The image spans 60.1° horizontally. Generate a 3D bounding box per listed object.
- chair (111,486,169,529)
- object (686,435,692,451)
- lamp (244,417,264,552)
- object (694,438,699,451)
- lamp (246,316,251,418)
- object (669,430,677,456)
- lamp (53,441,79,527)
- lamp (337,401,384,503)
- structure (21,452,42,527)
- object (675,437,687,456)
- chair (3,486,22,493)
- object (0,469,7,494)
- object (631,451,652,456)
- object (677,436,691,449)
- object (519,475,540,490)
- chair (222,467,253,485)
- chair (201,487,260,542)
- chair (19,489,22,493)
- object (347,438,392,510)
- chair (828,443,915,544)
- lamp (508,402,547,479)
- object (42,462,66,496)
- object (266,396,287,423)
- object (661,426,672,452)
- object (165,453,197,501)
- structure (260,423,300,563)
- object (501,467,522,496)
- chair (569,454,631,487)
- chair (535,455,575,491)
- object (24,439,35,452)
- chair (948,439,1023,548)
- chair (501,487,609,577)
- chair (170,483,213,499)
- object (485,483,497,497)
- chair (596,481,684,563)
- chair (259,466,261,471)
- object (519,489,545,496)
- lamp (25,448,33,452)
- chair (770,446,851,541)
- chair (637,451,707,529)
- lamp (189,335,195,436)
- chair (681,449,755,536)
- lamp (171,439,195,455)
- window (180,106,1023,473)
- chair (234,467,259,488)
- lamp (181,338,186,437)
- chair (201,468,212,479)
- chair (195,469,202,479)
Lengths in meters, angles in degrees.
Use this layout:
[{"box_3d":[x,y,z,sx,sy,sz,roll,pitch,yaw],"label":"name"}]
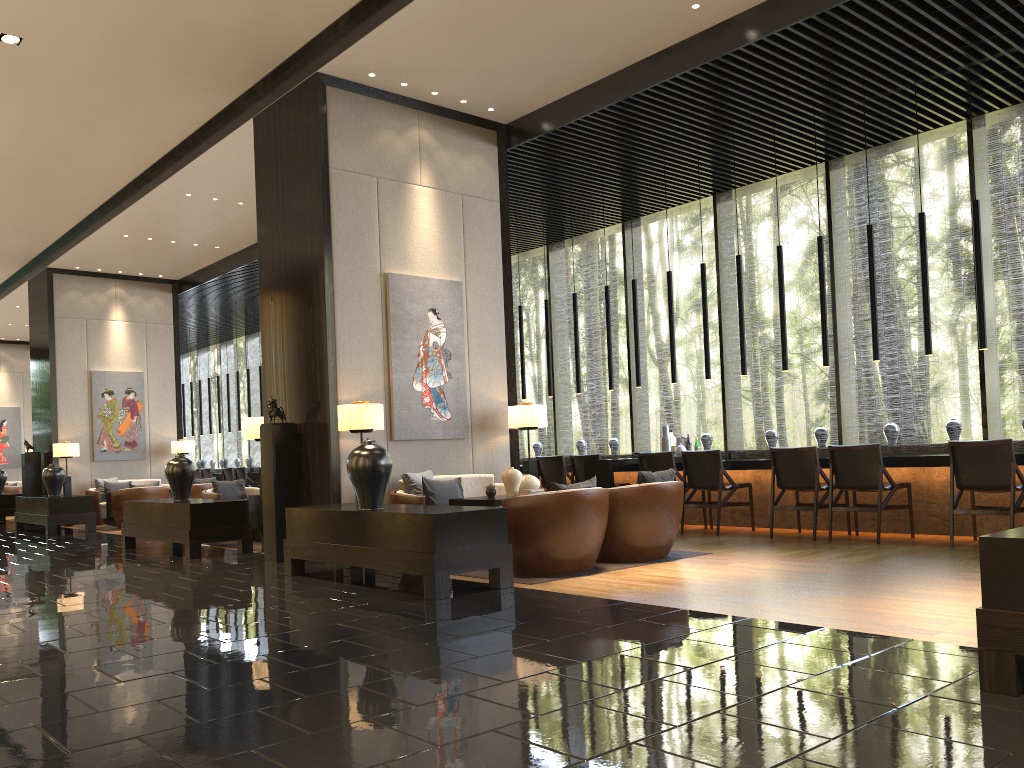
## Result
[{"box_3d":[-5.434,1.815,13.031,0.803,0.603,0.607,0,-4,-41],"label":"chair"},{"box_3d":[2.033,0.701,10.178,0.067,0.237,0.067,-4,-2,43],"label":"object"},{"box_3d":[-2.415,0.990,8.706,0.375,1.317,0.375,-2,-1,3],"label":"lamp"},{"box_3d":[2.131,0.720,10.210,0.056,0.197,0.056,-1,-2,-39],"label":"object"},{"box_3d":[-5.452,-0.257,18.304,0.060,2.417,0.060,-3,-1,14],"label":"lamp"},{"box_3d":[1.843,0.680,10.232,0.129,0.305,0.129,-4,-2,35],"label":"object"},{"box_3d":[-7.074,1.591,14.081,0.374,1.349,0.375,-2,-1,-22],"label":"lamp"},{"box_3d":[-1.232,0.819,7.341,0.375,1.346,0.375,-3,-1,10],"label":"lamp"},{"box_3d":[-7.905,1.731,14.581,0.240,1.216,0.240,-1,-2,-41],"label":"structure"},{"box_3d":[1.918,0.708,10.072,0.136,0.217,0.136,-4,-3,36],"label":"object"},{"box_3d":[-11.341,2.596,19.847,0.803,0.603,0.607,0,-4,-41],"label":"chair"},{"box_3d":[-9.259,1.735,15.932,0.311,0.492,0.312,-2,-2,-22],"label":"object"},{"box_3d":[1.434,0.784,9.788,0.227,0.067,0.228,1,-5,-38],"label":"object"},{"box_3d":[2.005,0.721,10.301,0.169,0.219,0.169,-5,-3,44],"label":"object"},{"box_3d":[0.113,0.839,7.365,0.245,0.167,0.246,0,-4,-38],"label":"object"},{"box_3d":[-5.373,2.041,17.331,0.563,0.826,0.527,0,-3,-41],"label":"chair"},{"box_3d":[-3.249,1.515,10.380,0.803,0.603,0.607,0,-4,-41],"label":"chair"},{"box_3d":[-9.104,2.290,17.135,0.803,0.603,0.607,0,-4,-41],"label":"chair"},{"box_3d":[-0.976,0.616,6.084,0.311,0.492,0.312,-2,-2,-22],"label":"object"},{"box_3d":[3.052,0.927,7.609,0.563,0.826,0.527,0,-3,-41],"label":"chair"},{"box_3d":[0.174,0.856,8.562,0.375,1.349,0.375,-2,-1,-11],"label":"lamp"},{"box_3d":[-6.738,1.401,13.023,0.311,0.492,0.312,-2,-2,-22],"label":"object"},{"box_3d":[-2.089,0.231,7.820,0.176,0.245,0.116,0,-3,-41],"label":"object"},{"box_3d":[1.759,0.653,10.102,0.113,0.344,0.113,-4,-2,44],"label":"object"},{"box_3d":[-3.452,0.966,9.231,0.312,0.492,0.311,-4,-2,30],"label":"object"},{"box_3d":[-2.042,0.955,7.816,0.240,1.216,0.240,-1,-2,-41],"label":"structure"},{"box_3d":[0.000,0.793,7.195,0.171,0.235,0.171,-2,-2,-6],"label":"object"},{"box_3d":[0.974,1.202,10.008,0.563,0.826,0.527,0,-3,-41],"label":"chair"},{"box_3d":[0.598,1.251,10.442,0.563,0.826,0.527,0,-3,-41],"label":"chair"},{"box_3d":[-7.960,1.020,14.589,0.102,0.217,0.161,-4,-3,37],"label":"object"},{"box_3d":[3.715,0.839,6.844,0.563,0.826,0.527,0,-3,-41],"label":"chair"},{"box_3d":[0.372,1.046,6.331,0.803,0.603,0.607,0,-4,-41],"label":"chair"},{"box_3d":[-4.788,1.832,13.592,0.803,0.603,0.607,0,-4,-41],"label":"chair"},{"box_3d":[-0.170,0.859,7.162,0.091,0.112,0.092,-3,-3,11],"label":"object"},{"box_3d":[1.018,1.064,6.892,0.803,0.603,0.607,0,-4,-41],"label":"chair"},{"box_3d":[-4.295,1.899,16.088,0.563,0.826,0.527,0,-3,-41],"label":"chair"},{"box_3d":[0.159,0.874,7.143,0.174,0.051,0.138,2,-6,-45],"label":"object"},{"box_3d":[-8.257,1.747,15.447,0.374,1.349,0.375,-2,-1,-22],"label":"lamp"},{"box_3d":[2.676,0.976,8.043,0.563,0.826,0.527,0,-3,-41],"label":"chair"},{"box_3d":[1.637,1.114,9.243,0.563,0.826,0.527,0,-3,-41],"label":"chair"},{"box_3d":[-7.474,0.011,20.637,0.060,2.417,0.060,-3,-1,14],"label":"lamp"},{"box_3d":[2.013,1.064,8.808,0.563,0.826,0.527,0,-3,-41],"label":"chair"},{"box_3d":[-5.668,1.629,15.302,0.374,1.349,0.375,-2,-1,-22],"label":"lamp"},{"box_3d":[-5.278,-0.152,11.209,12.053,4.220,31.961,1,-6,-41],"label":"window"},{"box_3d":[-4.996,1.992,16.897,0.563,0.826,0.527,0,-3,-41],"label":"chair"},{"box_3d":[-7.810,0.055,21.024,0.060,2.417,0.060,-3,-1,14],"label":"lamp"},{"box_3d":[-6.074,2.134,18.140,0.563,0.826,0.527,0,-3,-41],"label":"chair"},{"box_3d":[-6.450,2.184,18.574,0.563,0.826,0.527,0,-3,-41],"label":"chair"}]
